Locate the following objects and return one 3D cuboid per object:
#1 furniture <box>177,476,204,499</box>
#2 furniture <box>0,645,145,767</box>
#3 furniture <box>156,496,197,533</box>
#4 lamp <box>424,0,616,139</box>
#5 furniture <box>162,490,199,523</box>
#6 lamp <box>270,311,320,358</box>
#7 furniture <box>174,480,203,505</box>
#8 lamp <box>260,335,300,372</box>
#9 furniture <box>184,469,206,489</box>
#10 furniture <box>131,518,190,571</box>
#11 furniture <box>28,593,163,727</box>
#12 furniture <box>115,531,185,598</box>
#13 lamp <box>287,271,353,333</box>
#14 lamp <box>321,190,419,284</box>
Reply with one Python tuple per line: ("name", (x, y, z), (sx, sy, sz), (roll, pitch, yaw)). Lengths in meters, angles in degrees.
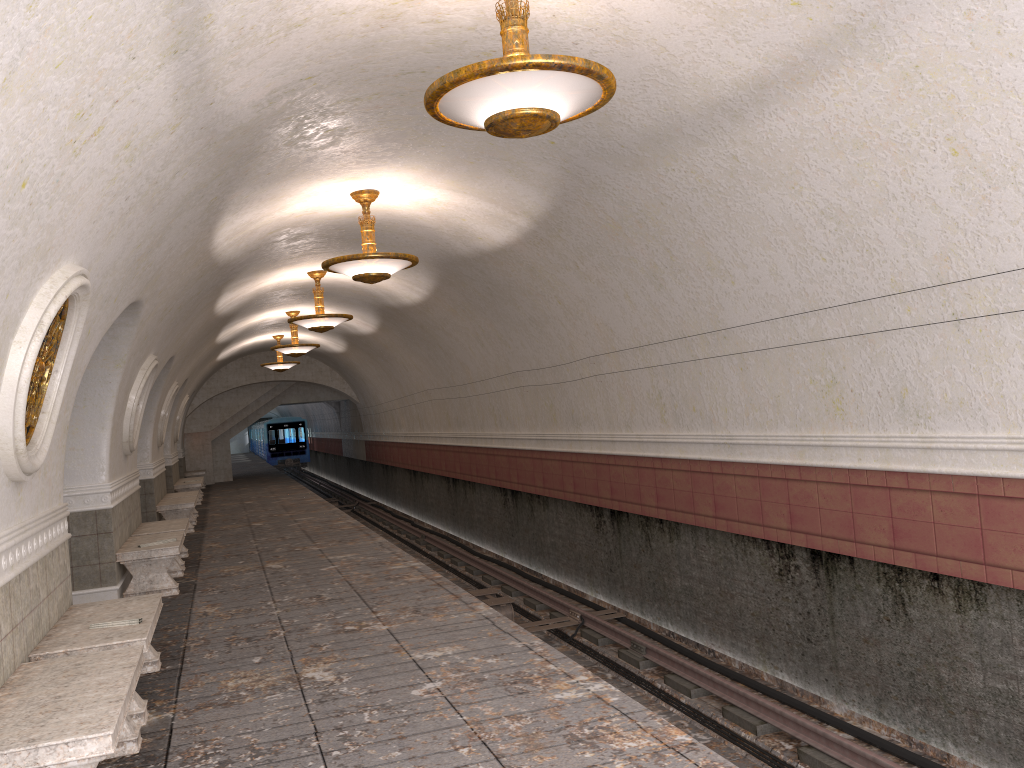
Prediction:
("furniture", (-8.231, 2.693, 22.777), (0.613, 0.508, 1.509), (-4, -2, -18))
("furniture", (-2.080, 1.685, 4.116), (0.613, 0.508, 1.509), (-4, -2, -18))
("furniture", (-5.841, 2.301, 15.527), (0.613, 0.508, 1.509), (-4, -2, -18))
("lamp", (0.020, -1.766, 4.657), (1.008, 0.955, 1.008), (-4, -2, -34))
("furniture", (-6.367, 2.387, 17.122), (0.613, 0.508, 1.509), (-4, -2, -18))
("lamp", (-4.520, -1.022, 18.430), (1.008, 0.955, 1.008), (-5, -1, -2))
("furniture", (-7.705, 2.606, 21.182), (0.613, 0.508, 1.509), (-4, -2, -18))
("lamp", (-6.030, -0.775, 23.011), (1.008, 0.955, 1.008), (-6, -2, 28))
("furniture", (-9.675, 2.929, 27.160), (0.613, 0.508, 1.509), (-4, -2, -18))
("furniture", (-4.484, 2.079, 11.411), (0.613, 0.508, 1.509), (-4, -2, -18))
("furniture", (-2.606, 1.771, 5.711), (0.613, 0.508, 1.509), (-4, -2, -18))
("furniture", (-3.959, 1.993, 9.816), (0.613, 0.508, 1.509), (-4, -2, -18))
("lamp", (-3.010, -1.269, 13.850), (1.008, 0.955, 1.008), (-5, -1, -2))
("lamp", (-1.500, -1.517, 9.269), (1.008, 0.955, 1.008), (-4, -2, -34))
